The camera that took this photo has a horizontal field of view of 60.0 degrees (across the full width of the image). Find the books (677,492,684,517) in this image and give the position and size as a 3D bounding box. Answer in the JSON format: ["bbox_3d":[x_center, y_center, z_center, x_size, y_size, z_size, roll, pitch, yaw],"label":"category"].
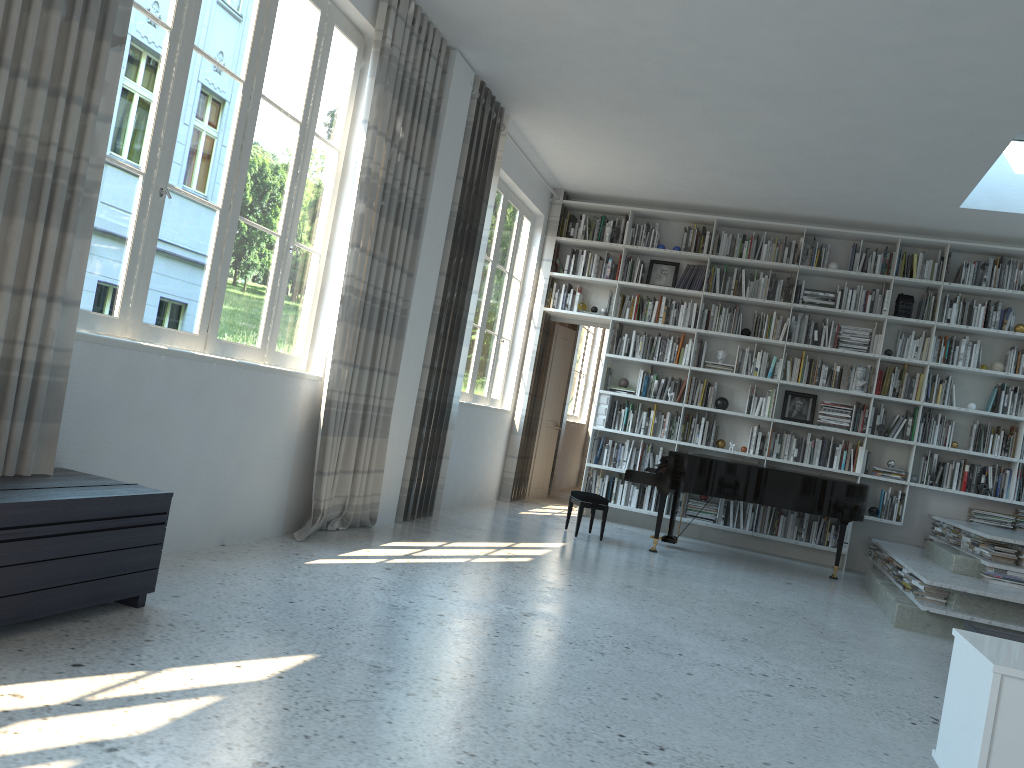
[{"bbox_3d":[1.660,1.184,8.725,0.023,0.231,0.164,10,-1,16],"label":"books"}]

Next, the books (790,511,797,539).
[{"bbox_3d":[2.676,1.340,8.436,0.028,0.261,0.132,10,-1,16],"label":"books"}]

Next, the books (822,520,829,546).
[{"bbox_3d":[2.945,1.396,8.354,0.028,0.238,0.140,10,-1,16],"label":"books"}]

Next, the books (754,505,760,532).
[{"bbox_3d":[2.358,1.290,8.532,0.012,0.254,0.161,10,-1,16],"label":"books"}]

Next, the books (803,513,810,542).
[{"bbox_3d":[2.783,1.357,8.402,0.024,0.262,0.131,10,-1,16],"label":"books"}]

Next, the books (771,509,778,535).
[{"bbox_3d":[2.510,1.319,8.487,0.022,0.247,0.144,10,-1,16],"label":"books"}]

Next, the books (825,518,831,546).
[{"bbox_3d":[2.961,1.389,8.335,0.011,0.258,0.171,10,-1,16],"label":"books"}]

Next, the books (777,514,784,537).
[{"bbox_3d":[2.558,1.347,8.447,0.028,0.206,0.175,10,-1,16],"label":"books"}]

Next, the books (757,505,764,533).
[{"bbox_3d":[2.380,1.292,8.504,0.026,0.256,0.183,10,-1,16],"label":"books"}]

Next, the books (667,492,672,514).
[{"bbox_3d":[1.566,1.141,8.766,0.012,0.285,0.159,10,-1,16],"label":"books"}]

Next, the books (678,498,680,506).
[{"bbox_3d":[1.620,1.201,8.738,0.053,0.184,0.148,10,-1,16],"label":"books"}]

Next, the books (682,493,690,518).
[{"bbox_3d":[1.715,1.168,8.720,0.027,0.282,0.129,10,-1,16],"label":"books"}]

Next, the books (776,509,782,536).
[{"bbox_3d":[2.550,1.322,8.477,0.012,0.255,0.150,10,-1,16],"label":"books"}]

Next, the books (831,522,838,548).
[{"bbox_3d":[3.023,1.415,8.327,0.028,0.227,0.162,10,-1,16],"label":"books"}]

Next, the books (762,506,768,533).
[{"bbox_3d":[2.431,1.300,8.519,0.010,0.259,0.131,10,-1,16],"label":"books"}]

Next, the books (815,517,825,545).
[{"bbox_3d":[2.892,1.380,8.341,0.044,0.251,0.187,10,-1,16],"label":"books"}]

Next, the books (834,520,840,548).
[{"bbox_3d":[3.043,1.404,8.314,0.012,0.256,0.176,10,-1,16],"label":"books"}]

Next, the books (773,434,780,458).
[{"bbox_3d":[2.533,0.596,8.509,0.027,0.234,0.167,10,-1,16],"label":"books"}]

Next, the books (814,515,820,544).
[{"bbox_3d":[2.872,1.356,8.359,0.011,0.292,0.184,10,-1,16],"label":"books"}]

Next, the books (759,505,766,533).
[{"bbox_3d":[2.403,1.273,8.499,0.014,0.300,0.184,10,-1,16],"label":"books"}]

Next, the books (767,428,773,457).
[{"bbox_3d":[2.487,0.563,8.546,0.012,0.285,0.159,10,-1,16],"label":"books"}]

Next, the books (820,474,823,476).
[{"bbox_3d":[2.879,0.995,8.323,0.013,0.303,0.181,10,-1,16],"label":"books"}]

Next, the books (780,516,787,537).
[{"bbox_3d":[2.592,1.359,8.468,0.030,0.197,0.143,10,-1,16],"label":"books"}]

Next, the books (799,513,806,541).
[{"bbox_3d":[2.753,1.314,8.396,0.014,0.335,0.183,10,-1,16],"label":"books"}]

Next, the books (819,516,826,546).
[{"bbox_3d":[2.926,1.353,8.338,0.013,0.317,0.186,10,-1,16],"label":"books"}]

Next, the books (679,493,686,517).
[{"bbox_3d":[1.685,1.190,8.727,0.027,0.227,0.139,10,-1,16],"label":"books"}]

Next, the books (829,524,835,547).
[{"bbox_3d":[2.995,1.421,8.323,0.022,0.205,0.191,10,-1,16],"label":"books"}]

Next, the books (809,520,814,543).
[{"bbox_3d":[2.825,1.392,8.364,0.010,0.206,0.180,10,-1,16],"label":"books"}]

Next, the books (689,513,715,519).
[{"bbox_3d":[1.854,1.282,8.666,0.254,0.007,0.161,10,-2,12],"label":"books"}]

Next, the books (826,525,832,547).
[{"bbox_3d":[2.975,1.425,8.339,0.024,0.191,0.155,10,-1,16],"label":"books"}]

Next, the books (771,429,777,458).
[{"bbox_3d":[2.522,0.573,8.525,0.011,0.275,0.146,10,-1,16],"label":"books"}]

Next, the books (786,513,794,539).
[{"bbox_3d":[2.646,1.348,8.445,0.030,0.234,0.138,10,-1,16],"label":"books"}]

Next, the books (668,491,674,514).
[{"bbox_3d":[1.574,1.170,8.765,0.012,0.230,0.138,10,-1,16],"label":"books"}]

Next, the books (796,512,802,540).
[{"bbox_3d":[2.717,1.334,8.410,0.013,0.285,0.185,10,-1,16],"label":"books"}]

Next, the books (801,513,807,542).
[{"bbox_3d":[2.763,1.340,8.393,0.014,0.288,0.185,10,-1,16],"label":"books"}]

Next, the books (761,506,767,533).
[{"bbox_3d":[2.424,1.257,8.512,0.014,0.340,0.140,10,-1,16],"label":"books"}]

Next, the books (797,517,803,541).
[{"bbox_3d":[2.728,1.373,8.408,0.022,0.213,0.167,10,-1,16],"label":"books"}]

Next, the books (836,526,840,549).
[{"bbox_3d":[3.057,1.425,8.302,0.029,0.217,0.191,10,-1,16],"label":"books"}]

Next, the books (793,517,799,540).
[{"bbox_3d":[2.695,1.372,8.426,0.024,0.203,0.144,10,-1,16],"label":"books"}]

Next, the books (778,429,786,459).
[{"bbox_3d":[2.594,0.579,8.523,0.027,0.290,0.141,10,-1,16],"label":"books"}]

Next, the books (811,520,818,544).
[{"bbox_3d":[2.846,1.394,8.363,0.029,0.210,0.170,10,-1,16],"label":"books"}]

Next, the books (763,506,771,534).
[{"bbox_3d":[2.446,1.300,8.505,0.025,0.263,0.145,10,-1,16],"label":"books"}]

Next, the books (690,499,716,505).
[{"bbox_3d":[1.879,1.152,8.674,0.254,0.006,0.161,10,-2,17],"label":"books"}]

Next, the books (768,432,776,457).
[{"bbox_3d":[2.502,0.586,8.537,0.029,0.244,0.154,10,-1,16],"label":"books"}]

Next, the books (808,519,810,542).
[{"bbox_3d":[2.811,1.387,8.401,0.040,0.212,0.129,10,-1,16],"label":"books"}]

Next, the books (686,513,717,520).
[{"bbox_3d":[1.852,1.288,8.663,0.285,0.007,0.159,9,-2,21],"label":"books"}]

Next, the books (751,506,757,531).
[{"bbox_3d":[2.334,1.295,8.546,0.021,0.237,0.115,10,-1,16],"label":"books"}]

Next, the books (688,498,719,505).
[{"bbox_3d":[1.877,1.146,8.665,0.285,0.005,0.159,9,-2,21],"label":"books"}]

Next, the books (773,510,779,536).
[{"bbox_3d":[2.525,1.326,8.479,0.012,0.239,0.128,10,-1,16],"label":"books"}]

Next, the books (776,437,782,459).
[{"bbox_3d":[2.558,0.614,8.513,0.024,0.208,0.170,10,-1,16],"label":"books"}]

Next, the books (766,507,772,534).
[{"bbox_3d":[2.466,1.266,8.491,0.012,0.337,0.144,10,-1,16],"label":"books"}]

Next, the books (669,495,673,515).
[{"bbox_3d":[1.587,1.189,8.756,0.025,0.198,0.160,10,-1,16],"label":"books"}]

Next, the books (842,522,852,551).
[{"bbox_3d":[3.100,1.405,8.233,0.038,0.269,0.277,10,-1,16],"label":"books"}]

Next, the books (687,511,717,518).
[{"bbox_3d":[1.857,1.275,8.670,0.285,0.007,0.159,9,-2,18],"label":"books"}]

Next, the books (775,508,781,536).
[{"bbox_3d":[2.540,1.310,8.480,0.012,0.276,0.154,10,-1,16],"label":"books"}]

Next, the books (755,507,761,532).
[{"bbox_3d":[2.368,1.300,8.532,0.010,0.237,0.134,10,-1,16],"label":"books"}]

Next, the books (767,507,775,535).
[{"bbox_3d":[2.486,1.282,8.485,0.034,0.311,0.170,10,-1,16],"label":"books"}]

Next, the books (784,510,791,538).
[{"bbox_3d":[2.624,1.314,8.450,0.026,0.294,0.155,10,-1,16],"label":"books"}]
